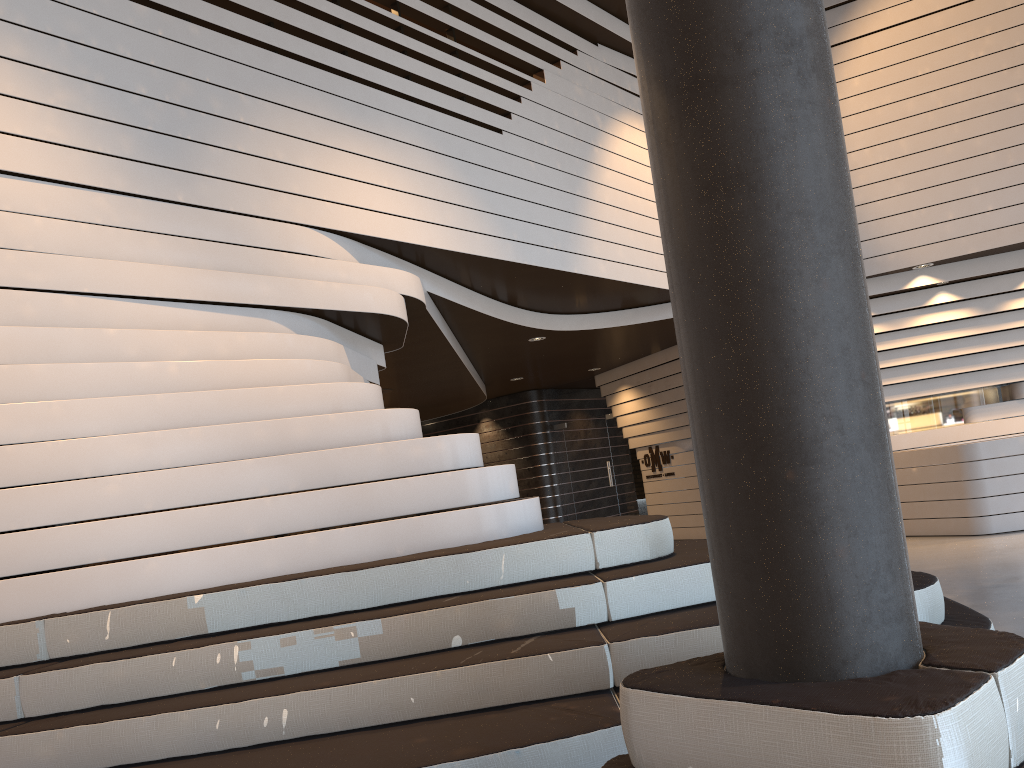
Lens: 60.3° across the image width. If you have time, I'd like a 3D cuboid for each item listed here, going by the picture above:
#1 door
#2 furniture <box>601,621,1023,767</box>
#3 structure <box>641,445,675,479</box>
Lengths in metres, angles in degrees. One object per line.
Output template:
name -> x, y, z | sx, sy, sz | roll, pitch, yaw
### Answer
door -> 1.476, 1.256, 14.399 | 1.799, 2.695, 0.078 | -11, -2, 43
furniture -> 0.675, 0.870, 1.496 | 1.759, 0.720, 1.291 | -7, -5, -16
structure -> 2.164, 1.157, 13.140 | 0.017, 0.468, 0.813 | -8, -5, -27
